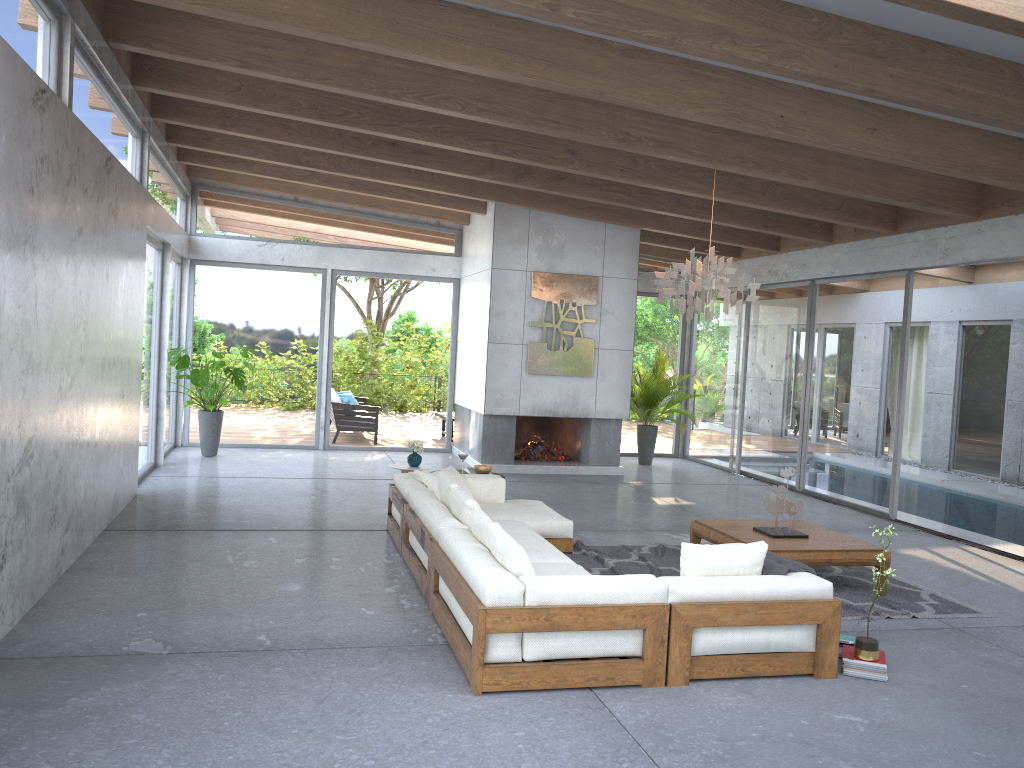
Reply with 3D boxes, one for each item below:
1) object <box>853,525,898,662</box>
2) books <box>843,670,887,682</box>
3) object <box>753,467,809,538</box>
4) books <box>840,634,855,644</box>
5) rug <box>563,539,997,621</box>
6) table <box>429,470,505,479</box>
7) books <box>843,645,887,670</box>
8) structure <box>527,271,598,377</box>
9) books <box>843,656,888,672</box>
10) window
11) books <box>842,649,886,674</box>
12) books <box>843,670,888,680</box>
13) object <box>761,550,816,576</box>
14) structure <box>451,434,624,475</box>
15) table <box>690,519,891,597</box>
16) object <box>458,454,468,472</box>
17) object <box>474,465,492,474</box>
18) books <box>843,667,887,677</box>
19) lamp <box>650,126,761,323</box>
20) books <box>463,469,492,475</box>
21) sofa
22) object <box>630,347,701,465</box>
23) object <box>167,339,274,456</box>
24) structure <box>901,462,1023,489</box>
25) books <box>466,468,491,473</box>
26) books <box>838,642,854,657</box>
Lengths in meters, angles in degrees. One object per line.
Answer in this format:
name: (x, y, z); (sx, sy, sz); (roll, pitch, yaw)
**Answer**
object: (1.960, 1.118, 4.766); (0.171, 0.750, 0.238); (3, 2, 7)
books: (1.928, 1.558, 4.856); (0.219, 0.012, 0.286); (4, 2, 20)
object: (2.076, 0.886, 6.805); (0.346, 0.518, 0.379); (2, 2, -15)
books: (1.977, 1.515, 5.270); (0.288, 0.074, 0.219); (1, 3, -39)
rug: (1.518, 1.440, 6.726); (3.186, 0.056, 2.187); (2, 2, -14)
table: (-0.438, 1.079, 8.375); (0.725, 0.441, 0.725); (5, 3, 37)
books: (1.931, 1.496, 4.863); (0.219, 0.012, 0.286); (4, 2, 20)
structure: (0.675, -0.787, 11.806); (0.919, 1.351, 0.041); (2, 2, -15)
books: (1.933, 1.508, 4.859); (0.219, 0.012, 0.286); (4, 2, 20)
window: (2.147, -0.357, 6.436); (14.294, 3.764, 23.280); (2, 2, -15)
books: (1.928, 1.520, 4.869); (0.219, 0.012, 0.286); (4, 2, 20)
books: (1.930, 1.546, 4.850); (0.219, 0.012, 0.286); (4, 2, 20)
object: (1.400, 1.336, 5.040); (0.857, 0.704, 0.472); (2, 2, -18)
structure: (0.304, 0.865, 12.961); (2.012, 0.595, 2.203); (2, 2, -15)
table: (2.083, 1.322, 6.806); (1.048, 0.352, 1.112); (2, 2, -15)
object: (-0.457, 0.758, 8.169); (0.099, 0.212, 0.099); (4, 2, 16)
object: (-0.276, 0.820, 8.334); (0.173, 0.097, 0.173); (1, 3, -35)
books: (1.930, 1.533, 4.854); (0.219, 0.012, 0.286); (4, 2, 20)
lamp: (1.294, -1.132, 6.367); (0.862, 1.400, 0.636); (5, 3, 32)
books: (-0.332, 0.848, 8.570); (0.220, 0.015, 0.303); (2, 2, -15)
sofa: (0.326, 1.119, 6.249); (1.965, 0.777, 3.733); (2, 2, -15)
object: (2.086, 0.316, 13.489); (1.484, 1.819, 1.798); (3, 2, -8)
object: (-4.077, 0.175, 11.910); (1.416, 1.540, 1.731); (3, 2, 5)
structure: (8.259, 1.688, 10.287); (0.477, 0.068, 13.673); (2, 2, -15)
books: (-0.324, 0.835, 8.569); (0.205, 0.012, 0.290); (3, 2, -9)
books: (1.921, 1.533, 5.154); (0.219, 0.012, 0.286); (3, 2, 0)
